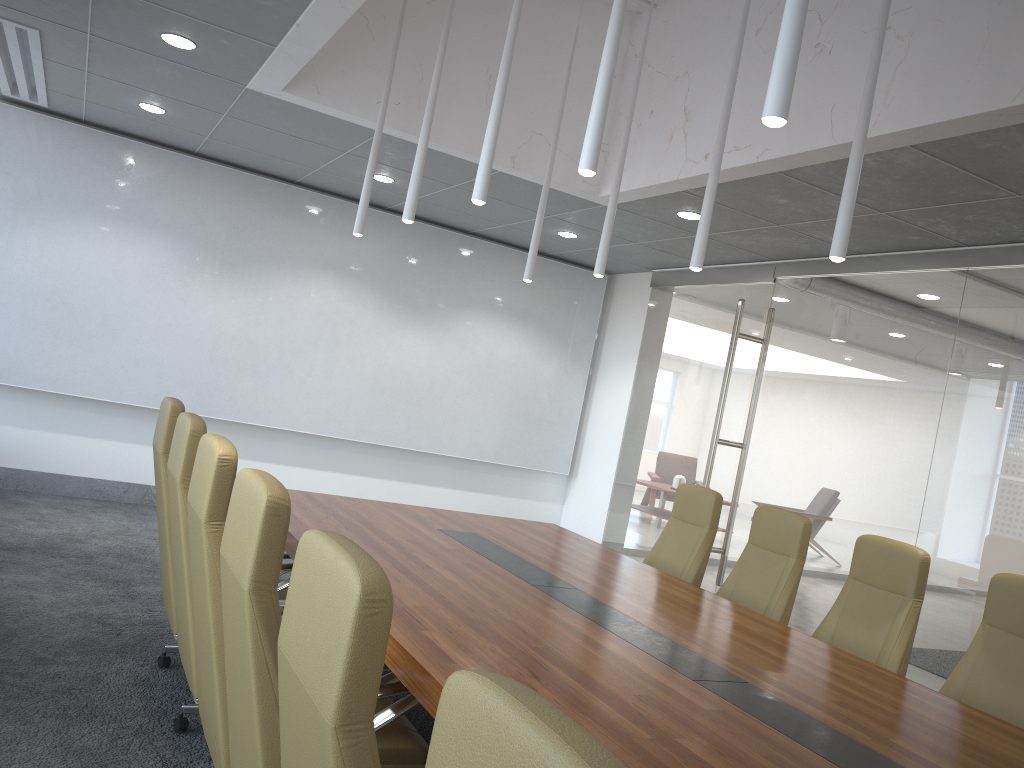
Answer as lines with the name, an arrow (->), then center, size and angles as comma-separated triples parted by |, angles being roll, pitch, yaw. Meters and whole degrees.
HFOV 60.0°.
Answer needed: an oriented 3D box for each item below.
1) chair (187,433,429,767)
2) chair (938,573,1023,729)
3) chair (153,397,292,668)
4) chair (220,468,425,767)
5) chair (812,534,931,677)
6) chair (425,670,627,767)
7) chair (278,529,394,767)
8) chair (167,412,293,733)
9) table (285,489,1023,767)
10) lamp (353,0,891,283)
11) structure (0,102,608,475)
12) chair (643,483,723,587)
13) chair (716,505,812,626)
chair -> -0.790, 0.957, 3.324 | 0.955, 1.406, 0.711 | 12, -1, -27
chair -> 1.851, 1.490, 3.761 | 0.955, 1.406, 0.711 | 12, -1, -27
chair -> -1.487, 0.843, 4.729 | 0.955, 1.406, 0.711 | 12, -1, -27
chair -> -0.428, 1.016, 2.596 | 0.955, 1.406, 0.711 | 12, -1, -27
chair -> 1.498, 1.432, 4.472 | 0.955, 1.406, 0.711 | 12, -1, -27
chair -> 0.287, 1.132, 1.155 | 0.955, 1.406, 0.711 | 12, -1, -27
chair -> -0.072, 1.074, 1.878 | 0.955, 1.406, 0.711 | 12, -1, -27
chair -> -1.134, 0.901, 4.017 | 0.955, 1.406, 0.711 | 12, -1, -27
table -> 0.660, 1.502, 3.165 | 2.300, 0.895, 6.500 | 12, -1, -27
lamp -> 1.315, -1.794, 3.223 | 2.619, 2.378, 7.258 | 12, -1, -27
structure -> 1.050, -0.215, 3.224 | 6.600, 2.466, 13.989 | 12, -1, -27
chair -> 0.785, 1.316, 5.909 | 0.955, 1.406, 0.711 | 12, -1, -27
chair -> 1.140, 1.374, 5.194 | 0.955, 1.406, 0.711 | 12, -1, -27
